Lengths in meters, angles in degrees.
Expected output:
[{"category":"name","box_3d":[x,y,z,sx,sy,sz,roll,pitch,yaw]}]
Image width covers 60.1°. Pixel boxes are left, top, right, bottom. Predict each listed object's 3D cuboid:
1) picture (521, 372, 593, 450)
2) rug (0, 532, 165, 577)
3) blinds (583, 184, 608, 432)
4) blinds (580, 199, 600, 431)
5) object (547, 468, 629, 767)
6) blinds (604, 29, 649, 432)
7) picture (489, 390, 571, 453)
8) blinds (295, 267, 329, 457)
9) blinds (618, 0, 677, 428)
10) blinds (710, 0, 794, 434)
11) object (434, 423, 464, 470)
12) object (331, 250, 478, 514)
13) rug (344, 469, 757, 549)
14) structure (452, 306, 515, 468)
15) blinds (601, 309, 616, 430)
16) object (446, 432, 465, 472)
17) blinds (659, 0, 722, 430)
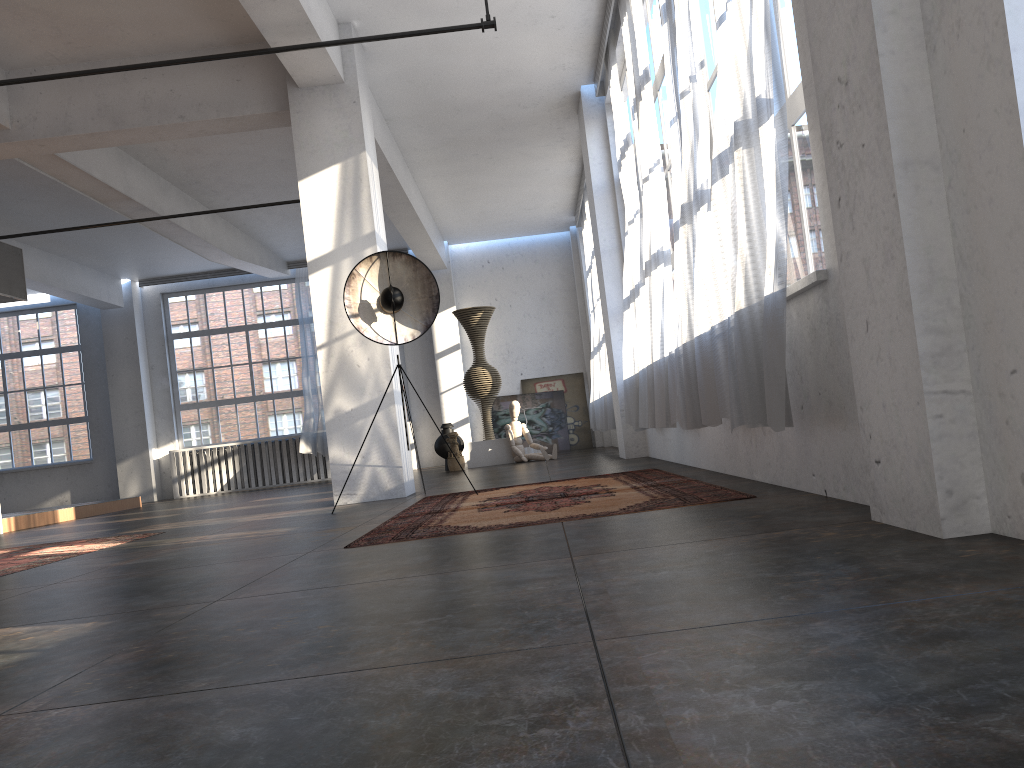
[{"category":"picture","box_3d":[0.811,0.536,16.070,1.148,1.385,0.253,-7,-2,-1]},{"category":"rug","box_3d":[-3.486,1.101,4.991,1.855,0.029,2.887,-7,-3,1]},{"category":"blinds","box_3d":[1.215,-1.157,12.969,0.315,3.710,1.025,-7,-2,0]},{"category":"blinds","box_3d":[1.235,-1.099,14.159,0.340,3.694,1.034,-7,-2,-2]},{"category":"object","box_3d":[-11.978,2.356,5.947,27.213,0.001,19.758,-7,-3,0]},{"category":"blinds","box_3d":[1.076,-1.406,8.367,0.315,3.710,1.025,-7,-2,0]},{"category":"picture","box_3d":[0.294,0.721,15.956,1.434,1.141,0.304,-7,-2,-3]},{"category":"blinds","box_3d":[-3.493,-0.478,15.666,0.692,3.556,0.877,-7,-2,0]},{"category":"blinds","box_3d":[1.005,-1.482,6.866,0.361,3.671,1.032,-7,-2,0]},{"category":"blinds","box_3d":[0.916,-1.665,3.800,0.343,3.747,1.028,-7,-2,-1]},{"category":"object","box_3d":[-0.926,0.927,13.085,0.451,0.692,0.435,-5,-3,-35]},{"category":"object","box_3d":[-0.847,-0.058,6.845,1.056,1.918,1.181,-7,-2,0]},{"category":"rug","box_3d":[0.198,0.684,5.365,1.816,0.009,3.131,-7,-3,0]},{"category":"structure","box_3d":[-0.422,0.056,13.115,0.677,2.324,0.750,-7,-2,0]},{"category":"blinds","box_3d":[1.169,-1.227,11.629,0.361,3.671,1.032,-7,-2,0]},{"category":"object","box_3d":[-0.784,0.963,12.217,0.236,0.600,0.224,-8,-2,28]},{"category":"blinds","box_3d":[0.949,-1.584,5.168,0.340,3.694,1.034,-7,-2,-2]}]
